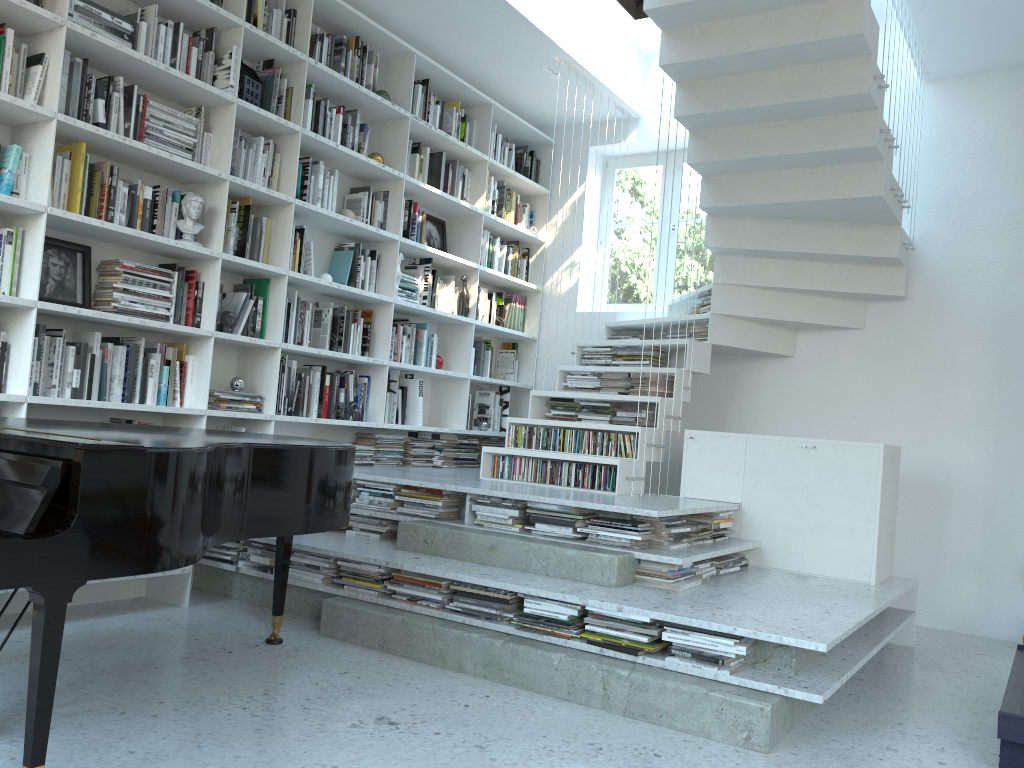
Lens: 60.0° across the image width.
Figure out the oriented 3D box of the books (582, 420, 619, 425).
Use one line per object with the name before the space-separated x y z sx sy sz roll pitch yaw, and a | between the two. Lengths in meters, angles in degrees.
books | 0.530 0.229 5.290 0.198 0.013 0.138 2 -4 39

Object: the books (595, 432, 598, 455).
books | 0.485 0.326 4.829 0.007 0.125 0.125 3 -3 32

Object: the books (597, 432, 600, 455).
books | 0.498 0.327 4.821 0.008 0.125 0.125 3 -3 32

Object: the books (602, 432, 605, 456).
books | 0.521 0.328 4.807 0.007 0.125 0.125 3 -3 32

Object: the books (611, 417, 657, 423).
books | 0.707 0.208 5.055 0.172 0.019 0.240 7 -4 -33

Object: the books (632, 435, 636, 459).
books | 0.674 0.337 4.711 0.036 0.123 0.125 3 -3 32

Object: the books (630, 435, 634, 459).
books | 0.667 0.337 4.715 0.034 0.123 0.125 3 -3 32

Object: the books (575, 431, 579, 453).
books | 0.389 0.322 4.890 0.013 0.125 0.125 3 -3 32

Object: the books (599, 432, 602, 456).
books | 0.506 0.327 4.817 0.010 0.125 0.125 3 -3 32

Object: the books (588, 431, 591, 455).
books | 0.450 0.325 4.852 0.007 0.125 0.125 3 -3 32

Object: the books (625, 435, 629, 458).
books | 0.641 0.335 4.732 0.034 0.123 0.125 3 -3 32

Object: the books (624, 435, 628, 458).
books | 0.635 0.335 4.736 0.034 0.123 0.125 3 -3 32

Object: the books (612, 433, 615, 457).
books | 0.571 0.330 4.775 0.008 0.125 0.125 3 -3 32

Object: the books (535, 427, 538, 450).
books | 0.169 0.311 5.028 0.009 0.125 0.125 3 -3 32

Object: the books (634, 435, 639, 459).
books | 0.681 0.337 4.707 0.033 0.123 0.125 3 -3 32

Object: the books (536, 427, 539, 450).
books | 0.176 0.311 5.023 0.007 0.125 0.125 3 -3 32

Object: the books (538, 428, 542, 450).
books | 0.189 0.312 5.016 0.008 0.125 0.125 3 -3 32

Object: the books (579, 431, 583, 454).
books | 0.405 0.322 4.880 0.011 0.125 0.125 3 -3 32

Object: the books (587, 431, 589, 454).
books | 0.443 0.324 4.856 0.009 0.125 0.125 3 -3 32

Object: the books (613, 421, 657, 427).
books | 0.722 0.228 5.067 0.136 0.017 0.288 7 -4 -35

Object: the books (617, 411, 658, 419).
books | 0.728 0.180 5.071 0.141 0.028 0.222 7 -4 -39

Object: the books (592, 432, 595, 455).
books | 0.467 0.326 4.841 0.018 0.125 0.125 3 -3 32

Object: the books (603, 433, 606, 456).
books | 0.527 0.328 4.803 0.007 0.125 0.125 3 -3 32

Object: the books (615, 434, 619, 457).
books | 0.590 0.331 4.763 0.008 0.125 0.125 3 -3 32

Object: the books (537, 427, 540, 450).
books | 0.183 0.312 5.020 0.008 0.125 0.125 3 -3 32

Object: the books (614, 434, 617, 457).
books | 0.584 0.331 4.768 0.007 0.125 0.125 3 -3 32

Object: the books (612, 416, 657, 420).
books | 0.720 0.196 5.065 0.161 0.007 0.254 7 -4 -38

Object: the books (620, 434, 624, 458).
books | 0.614 0.334 4.749 0.034 0.123 0.125 3 -3 32

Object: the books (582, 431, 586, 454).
books | 0.423 0.323 4.868 0.016 0.125 0.125 3 -3 32

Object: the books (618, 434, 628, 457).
books | 0.599 0.332 4.758 0.011 0.125 0.125 3 -3 32

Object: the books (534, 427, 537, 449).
books | 0.163 0.311 5.032 0.009 0.125 0.125 3 -3 32

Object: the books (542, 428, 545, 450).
books | 0.209 0.313 5.003 0.008 0.125 0.125 3 -3 32

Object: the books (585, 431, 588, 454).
books | 0.436 0.324 4.861 0.013 0.125 0.125 3 -3 32

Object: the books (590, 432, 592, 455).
books | 0.458 0.325 4.847 0.012 0.125 0.125 3 -3 32

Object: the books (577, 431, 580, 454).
books | 0.397 0.322 4.885 0.009 0.125 0.125 3 -3 32

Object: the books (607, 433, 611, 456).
books | 0.551 0.330 4.788 0.010 0.125 0.125 3 -3 32

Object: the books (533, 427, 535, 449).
books | 0.156 0.310 5.036 0.007 0.125 0.125 3 -3 32

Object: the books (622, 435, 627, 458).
books | 0.627 0.335 4.740 0.036 0.123 0.125 3 -3 32

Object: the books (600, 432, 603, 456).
books | 0.514 0.328 4.812 0.009 0.125 0.125 3 -3 32

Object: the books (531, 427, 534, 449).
books | 0.149 0.310 5.041 0.010 0.125 0.125 3 -3 32

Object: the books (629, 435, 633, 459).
books | 0.660 0.336 4.719 0.035 0.123 0.125 3 -3 32

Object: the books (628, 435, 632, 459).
books | 0.654 0.336 4.723 0.036 0.123 0.125 3 -3 32

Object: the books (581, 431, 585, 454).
books | 0.414 0.323 4.874 0.009 0.125 0.125 3 -3 32

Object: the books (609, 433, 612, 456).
books | 0.557 0.330 4.784 0.010 0.125 0.125 3 -3 32

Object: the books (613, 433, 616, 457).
books | 0.578 0.331 4.771 0.008 0.125 0.125 3 -3 32

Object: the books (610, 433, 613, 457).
books | 0.565 0.330 4.779 0.008 0.125 0.125 3 -3 32

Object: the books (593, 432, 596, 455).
books | 0.478 0.326 4.834 0.009 0.125 0.125 3 -3 32

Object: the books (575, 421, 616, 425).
books | 0.517 0.235 5.270 0.223 0.004 0.191 3 -3 28

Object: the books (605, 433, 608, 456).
books | 0.539 0.329 4.796 0.008 0.125 0.125 3 -3 32

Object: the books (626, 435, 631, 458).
books | 0.647 0.336 4.728 0.035 0.123 0.125 3 -3 32

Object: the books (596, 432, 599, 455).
books | 0.492 0.327 4.825 0.008 0.125 0.125 3 -3 32

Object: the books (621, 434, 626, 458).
books | 0.621 0.335 4.744 0.035 0.123 0.125 3 -3 32

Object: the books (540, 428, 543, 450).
books | 0.196 0.312 5.011 0.008 0.125 0.125 3 -3 32

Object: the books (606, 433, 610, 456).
books | 0.545 0.329 4.792 0.008 0.125 0.125 3 -3 32

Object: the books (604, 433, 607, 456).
books | 0.533 0.329 4.799 0.008 0.125 0.125 3 -3 32

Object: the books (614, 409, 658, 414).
books | 0.720 0.157 5.064 0.169 0.014 0.212 7 -4 -38

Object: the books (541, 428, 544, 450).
books | 0.202 0.312 5.007 0.008 0.125 0.125 3 -3 32
